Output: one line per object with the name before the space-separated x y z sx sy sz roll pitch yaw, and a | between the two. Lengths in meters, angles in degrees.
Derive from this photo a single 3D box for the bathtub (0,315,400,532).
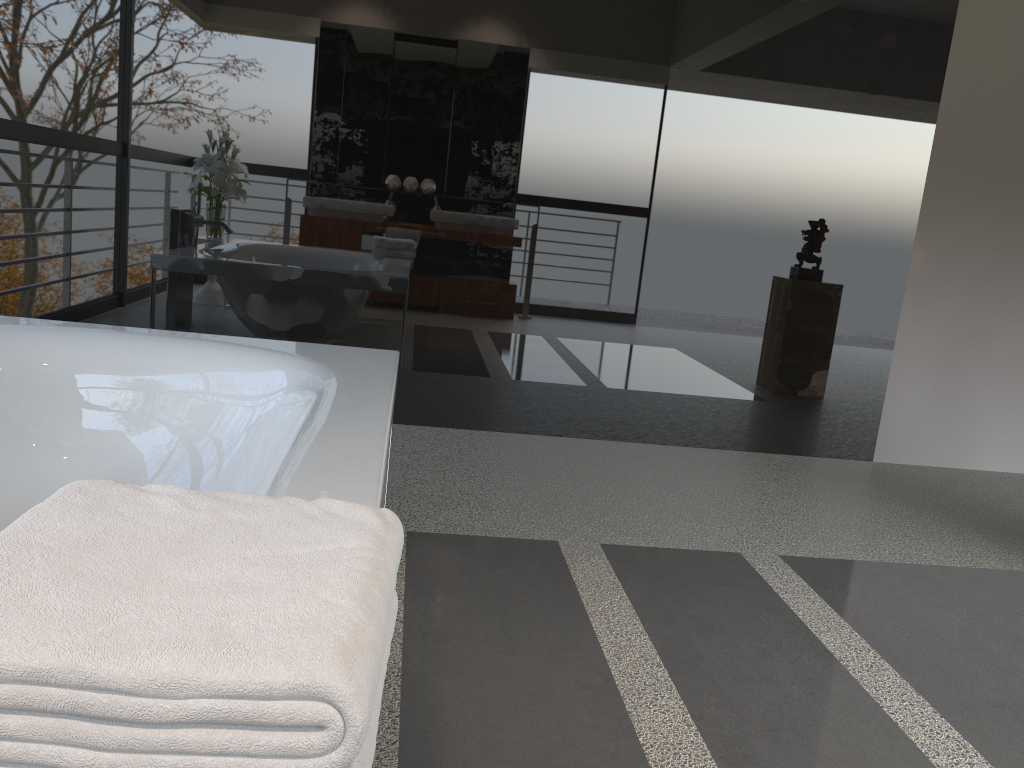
bathtub | -0.891 0.293 1.453 1.327 0.503 1.962 5 11 -7

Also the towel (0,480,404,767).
towel | -0.248 0.195 0.684 0.305 0.145 0.322 5 11 -4
